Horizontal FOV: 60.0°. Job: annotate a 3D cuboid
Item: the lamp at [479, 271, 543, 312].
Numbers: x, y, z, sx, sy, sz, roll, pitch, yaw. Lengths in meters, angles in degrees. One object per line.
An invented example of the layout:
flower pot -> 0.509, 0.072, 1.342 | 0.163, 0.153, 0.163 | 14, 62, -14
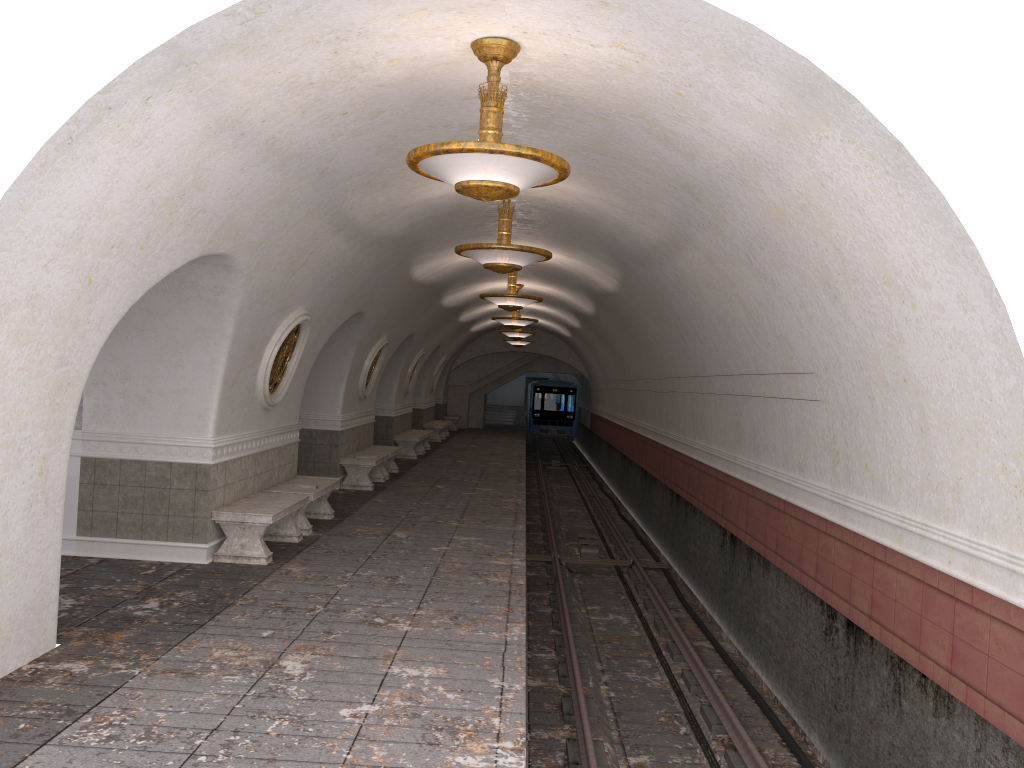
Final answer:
lamp -> 0.002, -1.614, 13.974 | 1.008, 0.955, 1.008 | 3, 0, -15

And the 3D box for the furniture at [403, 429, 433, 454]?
furniture -> -2.451, 1.494, 23.188 | 0.613, 0.508, 1.509 | 3, 0, 1

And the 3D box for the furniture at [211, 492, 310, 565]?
furniture -> -2.662, 1.522, 9.479 | 0.613, 0.508, 1.509 | 3, 0, 1

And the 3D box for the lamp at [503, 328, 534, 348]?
lamp -> 0.225, -1.643, 28.460 | 1.008, 0.955, 1.008 | 3, 0, -43

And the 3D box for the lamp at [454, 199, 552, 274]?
lamp -> -0.073, -1.604, 9.112 | 1.008, 0.955, 1.008 | 3, 0, -15

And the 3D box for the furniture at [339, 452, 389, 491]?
furniture -> -2.570, 1.510, 15.487 | 0.613, 0.508, 1.509 | 3, 0, 1

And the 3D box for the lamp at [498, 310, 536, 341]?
lamp -> 0.151, -1.634, 23.631 | 1.008, 0.955, 1.008 | 3, 0, 17

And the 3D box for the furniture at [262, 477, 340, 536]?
furniture -> -2.636, 1.519, 11.160 | 0.613, 0.508, 1.509 | 3, 0, 1

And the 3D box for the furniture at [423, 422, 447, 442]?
furniture -> -2.385, 1.485, 27.469 | 0.613, 0.508, 1.509 | 3, 0, 1

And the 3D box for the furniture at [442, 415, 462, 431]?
furniture -> -2.288, 1.473, 33.771 | 0.613, 0.508, 1.509 | 3, 0, 1

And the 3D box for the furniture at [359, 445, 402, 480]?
furniture -> -2.544, 1.506, 17.168 | 0.613, 0.508, 1.509 | 3, 0, 1

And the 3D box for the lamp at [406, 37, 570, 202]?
lamp -> -0.129, -1.597, 5.458 | 1.008, 0.955, 1.008 | 3, 0, -43

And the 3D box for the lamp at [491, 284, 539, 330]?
lamp -> 0.076, -1.624, 18.803 | 1.008, 0.955, 1.008 | 3, 0, 17

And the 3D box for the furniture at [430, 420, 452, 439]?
furniture -> -2.359, 1.482, 29.150 | 0.613, 0.508, 1.509 | 3, 0, 1

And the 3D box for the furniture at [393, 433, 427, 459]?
furniture -> -2.477, 1.498, 21.507 | 0.613, 0.508, 1.509 | 3, 0, 1
